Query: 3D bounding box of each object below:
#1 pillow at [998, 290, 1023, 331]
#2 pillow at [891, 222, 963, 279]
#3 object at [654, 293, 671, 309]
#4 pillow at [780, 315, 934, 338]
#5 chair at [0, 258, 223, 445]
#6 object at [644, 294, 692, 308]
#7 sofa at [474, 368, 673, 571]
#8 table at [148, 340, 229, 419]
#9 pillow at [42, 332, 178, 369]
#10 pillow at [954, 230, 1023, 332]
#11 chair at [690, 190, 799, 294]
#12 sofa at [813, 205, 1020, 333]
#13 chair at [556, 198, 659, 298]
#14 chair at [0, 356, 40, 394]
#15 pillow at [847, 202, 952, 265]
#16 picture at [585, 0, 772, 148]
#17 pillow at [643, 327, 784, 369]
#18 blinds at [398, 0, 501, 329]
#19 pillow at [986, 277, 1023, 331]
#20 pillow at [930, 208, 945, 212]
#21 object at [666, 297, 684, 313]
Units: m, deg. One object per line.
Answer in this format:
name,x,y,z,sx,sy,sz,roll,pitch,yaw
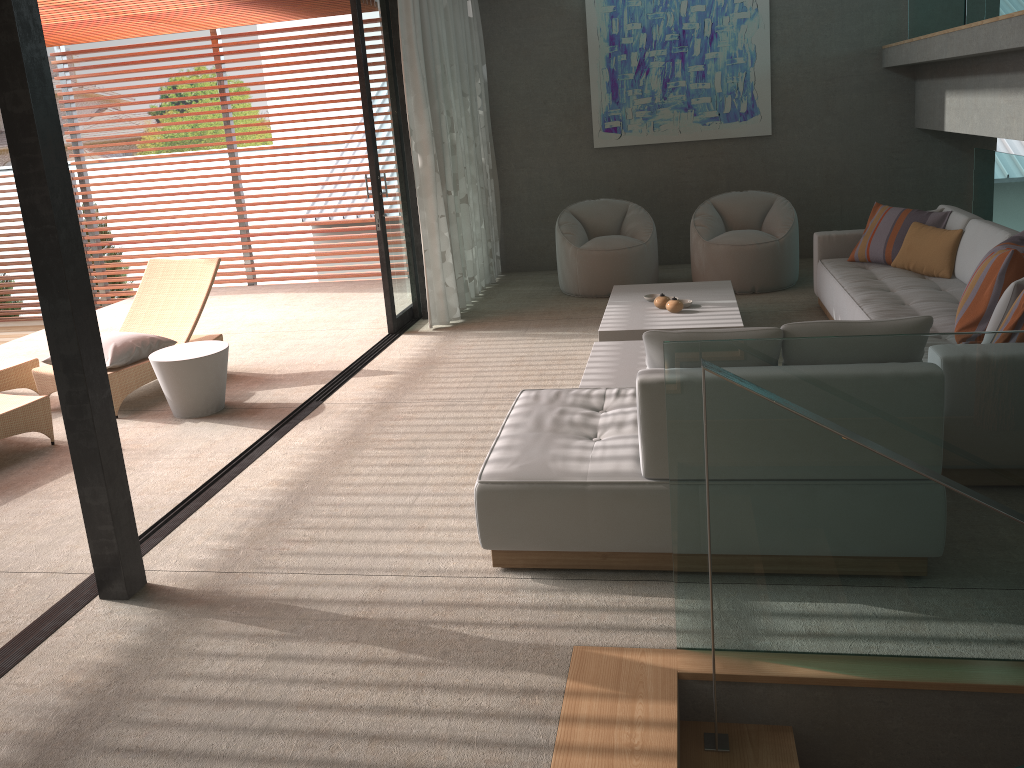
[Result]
pillow,2.293,-0.300,3.763,0.703,0.495,0.282,-16,18,-34
pillow,2.765,-0.884,5.832,0.227,0.318,0.470,-11,17,-24
object,1.037,-0.575,6.093,0.119,0.104,0.122,-1,16,15
pillow,1.189,-0.004,3.089,0.492,0.489,0.243,-2,14,12
chair,-2.839,-0.183,5.564,0.701,0.812,2.338,2,18,25
object,1.095,-0.583,6.218,0.156,0.039,0.442,-15,20,-30
sofa,0.721,0.171,3.485,1.595,0.720,1.034,-1,16,11
table,-1.989,-0.021,5.533,0.475,0.386,0.484,-7,15,-7
pillow,-2.660,-0.229,5.856,0.595,0.191,0.605,2,18,22
pillow,2.391,-0.480,4.361,0.312,0.485,0.749,5,18,33
chair,2.033,-1.261,7.751,0.925,0.773,0.935,6,19,34
sofa,2.513,-0.474,5.064,1.048,0.739,3.531,-2,17,11
chair,0.863,-1.263,8.075,0.922,0.773,0.939,-1,16,15
chair,-4.119,0.022,5.243,0.701,0.812,2.335,4,18,29
pillow,2.703,-1.034,6.177,0.343,0.434,0.662,-15,18,-33
picture,1.588,-3.373,8.508,1.719,2.012,0.031,-2,13,11
pillow,0.718,0.016,3.187,0.492,0.474,0.271,-2,14,12
blinds,-0.490,-2.210,7.913,0.223,2.870,2.474,-2,15,11
pillow,2.361,-0.356,4.053,0.600,0.398,0.241,-16,18,-34
pillow,2.797,-1.053,6.355,0.315,0.412,0.623,-17,20,-40
object,1.095,-0.536,5.952,0.120,0.104,0.121,10,21,44
